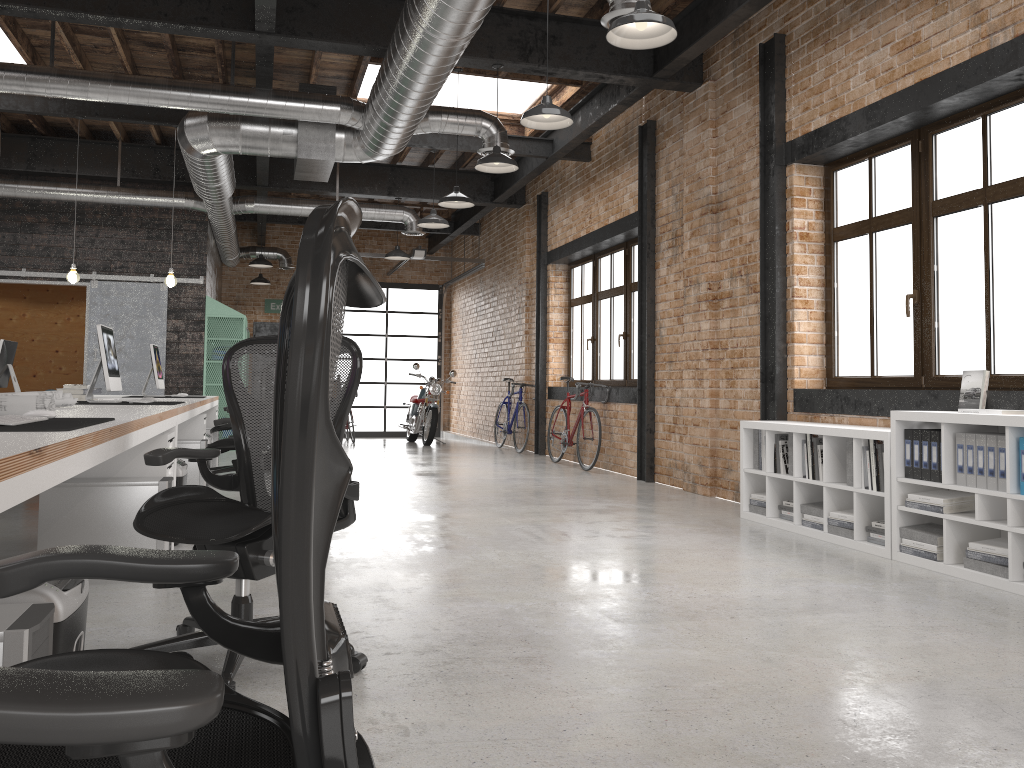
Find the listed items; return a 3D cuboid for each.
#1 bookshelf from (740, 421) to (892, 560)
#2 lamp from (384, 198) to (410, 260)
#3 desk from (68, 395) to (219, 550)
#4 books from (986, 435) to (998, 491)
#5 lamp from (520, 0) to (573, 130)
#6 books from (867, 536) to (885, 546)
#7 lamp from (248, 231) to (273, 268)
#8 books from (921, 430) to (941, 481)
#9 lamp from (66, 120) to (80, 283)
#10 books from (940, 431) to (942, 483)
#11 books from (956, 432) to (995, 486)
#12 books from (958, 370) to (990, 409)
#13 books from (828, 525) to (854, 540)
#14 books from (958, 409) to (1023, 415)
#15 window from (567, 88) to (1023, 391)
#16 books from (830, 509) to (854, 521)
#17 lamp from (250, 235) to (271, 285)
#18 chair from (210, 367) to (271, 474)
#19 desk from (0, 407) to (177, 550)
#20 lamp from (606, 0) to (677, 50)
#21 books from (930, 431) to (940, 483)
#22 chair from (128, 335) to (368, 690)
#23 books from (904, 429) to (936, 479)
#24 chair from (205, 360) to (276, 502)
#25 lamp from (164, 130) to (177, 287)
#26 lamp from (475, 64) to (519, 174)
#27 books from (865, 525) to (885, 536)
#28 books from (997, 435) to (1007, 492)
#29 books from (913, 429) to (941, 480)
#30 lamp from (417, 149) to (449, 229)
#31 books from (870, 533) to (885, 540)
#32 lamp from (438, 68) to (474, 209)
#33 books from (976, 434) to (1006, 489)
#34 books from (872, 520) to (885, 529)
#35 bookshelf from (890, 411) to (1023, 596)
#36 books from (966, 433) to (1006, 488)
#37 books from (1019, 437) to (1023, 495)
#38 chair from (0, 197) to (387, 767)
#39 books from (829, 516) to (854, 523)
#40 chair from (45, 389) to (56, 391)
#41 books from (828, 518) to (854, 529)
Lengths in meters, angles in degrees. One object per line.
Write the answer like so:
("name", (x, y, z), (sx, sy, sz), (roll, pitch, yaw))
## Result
("bookshelf", (2.020, 0.606, 5.585), (0.400, 0.686, 1.541), (1, -1, -16))
("lamp", (-1.615, -2.202, 12.535), (0.361, 0.858, 0.361), (3, -3, -38))
("desk", (-3.633, 0.501, 6.925), (2.311, 0.771, 5.103), (1, 0, -16))
("books", (2.385, 0.374, 4.233), (0.232, 0.262, 0.062), (1, -3, -16))
("lamp", (0.244, -2.457, 6.052), (0.361, 1.366, 0.361), (3, -4, -43))
("books", (2.144, 0.874, 4.945), (0.184, 0.050, 0.261), (1, 0, -15))
("lamp", (-3.820, -2.465, 13.531), (0.361, 1.342, 0.361), (3, -4, -38))
("books", (2.262, 0.374, 4.640), (0.232, 0.262, 0.062), (1, -3, -16))
("lamp", (-4.401, -1.851, 8.943), (0.123, 1.683, 0.123), (2, -3, -18))
("books", (2.298, 0.374, 4.516), (0.232, 0.262, 0.062), (1, -3, -16))
("books", (2.332, 0.374, 4.418), (0.232, 0.262, 0.062), (1, -3, -16))
("books", (2.477, 0.038, 4.753), (0.065, 0.224, 0.160), (1, -2, -16))
("books", (2.041, 0.866, 5.238), (0.217, 0.072, 0.289), (1, 0, -16))
("books", (2.379, 0.137, 4.377), (0.174, 0.021, 0.273), (1, 0, -16))
("window", (1.922, -0.793, 7.760), (0.147, 1.695, 8.622), (2, -1, -16))
("books", (2.043, 0.770, 5.223), (0.214, 0.052, 0.252), (1, 0, -16))
("lamp", (-4.498, -2.465, 15.903), (0.361, 1.342, 0.361), (3, -4, -38))
("chair", (-2.573, 0.362, 8.474), (0.791, 1.088, 0.769), (2, -3, -37))
("desk", (-2.229, 0.500, 2.009), (2.311, 0.771, 5.103), (1, 0, -16))
("lamp", (0.667, -2.204, 4.549), (0.362, 0.858, 0.361), (1, -3, 2))
("books", (2.280, 0.374, 4.578), (0.232, 0.262, 0.062), (1, -3, -16))
("chair", (-0.834, 0.362, 2.883), (0.770, 1.088, 0.791), (0, -2, 8))
("books", (2.227, 0.374, 4.763), (0.232, 0.262, 0.062), (1, -3, -16))
("chair", (-1.693, 0.363, 5.834), (0.792, 1.088, 0.769), (1, -2, -7))
("lamp", (-3.516, -1.840, 9.194), (0.123, 1.683, 0.123), (2, -3, -18))
("lamp", (-0.122, -2.203, 7.308), (0.362, 0.858, 0.361), (0, -3, 7))
("books", (2.161, 0.817, 4.951), (0.222, 0.055, 0.281), (1, 0, -15))
("books", (2.403, 0.374, 4.170), (0.232, 0.262, 0.062), (1, -3, -16))
("books", (2.244, 0.374, 4.702), (0.232, 0.262, 0.062), (1, -3, -16))
("lamp", (-0.878, -2.202, 9.955), (0.362, 0.858, 0.361), (1, -3, 2))
("books", (2.141, 0.845, 4.931), (0.163, 0.047, 0.239), (1, 0, -15))
("lamp", (-0.544, -2.456, 8.812), (0.362, 1.366, 0.361), (1, -3, -8))
("books", (2.367, 0.374, 4.295), (0.232, 0.262, 0.062), (1, -3, -16))
("books", (2.164, 0.784, 4.928), (0.199, 0.055, 0.239), (1, 0, -15))
("bookshelf", (2.452, 0.548, 4.097), (0.400, 0.802, 1.541), (1, -1, -16))
("books", (2.349, 0.374, 4.357), (0.232, 0.262, 0.062), (1, -3, -16))
("books", (2.428, 0.374, 4.033), (0.232, 0.262, 0.062), (1, -3, -16))
("chair", (-0.421, 0.359, 0.868), (0.791, 1.088, 0.769), (2, -3, -32))
("books", (2.042, 0.788, 5.227), (0.219, 0.039, 0.260), (1, 0, -16))
("chair", (-7.528, 0.479, 14.330), (0.617, 0.779, 0.580), (1, -2, -21))
("books", (2.037, 0.814, 5.232), (0.206, 0.067, 0.275), (1, 0, -16))
